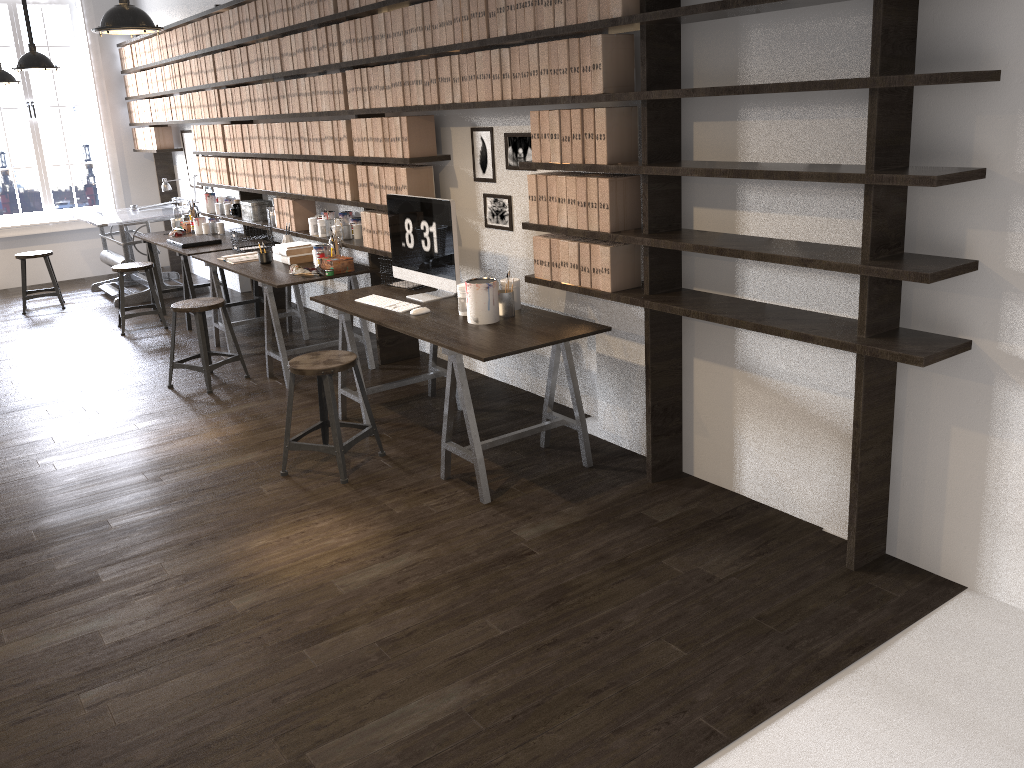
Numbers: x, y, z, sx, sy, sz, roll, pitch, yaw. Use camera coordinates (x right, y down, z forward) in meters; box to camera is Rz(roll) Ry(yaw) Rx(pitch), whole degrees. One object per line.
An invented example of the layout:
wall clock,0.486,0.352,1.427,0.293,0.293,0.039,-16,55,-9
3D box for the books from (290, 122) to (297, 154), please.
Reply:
books,-1.429,-1.699,6.125,0.175,0.222,0.067,-14,19,-34

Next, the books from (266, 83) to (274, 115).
books,-1.649,-2.039,6.332,0.175,0.222,0.067,-14,19,-34

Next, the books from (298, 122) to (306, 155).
books,-1.342,-1.666,6.007,0.175,0.223,0.067,-14,19,-34

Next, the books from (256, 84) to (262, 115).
books,-1.771,-2.084,6.497,0.175,0.223,0.067,-14,19,-34

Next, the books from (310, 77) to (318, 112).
books,-1.202,-1.872,5.723,0.175,0.223,0.067,-14,19,-34

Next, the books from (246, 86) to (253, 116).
books,-1.895,-2.130,6.662,0.175,0.223,0.067,-14,19,-34

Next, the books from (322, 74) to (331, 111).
books,-1.083,-1.824,5.552,0.175,0.223,0.067,-14,19,-33

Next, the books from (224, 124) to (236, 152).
books,-2.245,-2.004,7.234,0.175,0.223,0.067,-14,19,-34

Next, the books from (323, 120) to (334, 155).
books,-1.106,-1.576,5.680,0.175,0.222,0.067,-14,19,-33

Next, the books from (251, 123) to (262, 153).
books,-1.873,-1.866,6.731,0.175,0.223,0.067,-14,19,-34

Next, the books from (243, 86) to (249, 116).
books,-1.935,-2.146,6.721,0.175,0.222,0.067,-14,19,-33

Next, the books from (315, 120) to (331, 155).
books,-1.184,-1.604,5.781,0.175,0.223,0.067,-14,19,-34

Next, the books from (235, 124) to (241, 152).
books,-2.083,-1.945,7.019,0.175,0.222,0.067,-14,19,-33

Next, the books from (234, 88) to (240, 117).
books,-2.047,-2.190,6.879,0.175,0.223,0.067,-14,19,-33

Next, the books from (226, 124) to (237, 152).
books,-2.205,-1.988,7.175,0.175,0.223,0.067,-14,19,-34

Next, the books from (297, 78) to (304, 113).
books,-1.322,-1.917,5.886,0.175,0.222,0.067,-14,19,-34

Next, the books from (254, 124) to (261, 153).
books,-1.839,-1.850,6.674,0.175,0.223,0.067,-14,19,-33

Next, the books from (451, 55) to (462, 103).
books,-0.202,-1.500,4.353,0.175,0.223,0.067,-14,19,-34

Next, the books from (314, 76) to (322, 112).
books,-1.160,-1.857,5.669,0.175,0.223,0.067,-14,19,-34

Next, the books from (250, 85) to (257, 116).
books,-1.850,-2.115,6.609,0.175,0.223,0.067,-14,19,-33

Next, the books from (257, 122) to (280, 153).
books,-1.796,-1.836,6.624,0.175,0.222,0.067,-14,19,-34

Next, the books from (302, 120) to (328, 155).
books,-1.304,-1.650,5.948,0.175,0.223,0.067,-14,19,-34

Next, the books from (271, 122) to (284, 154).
books,-1.634,-1.776,6.406,0.175,0.223,0.067,-14,19,-34

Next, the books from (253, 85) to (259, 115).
books,-1.808,-2.101,6.554,0.175,0.223,0.067,-14,19,-33

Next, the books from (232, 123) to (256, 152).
books,-2.123,-1.959,7.069,0.175,0.222,0.067,-14,19,-34

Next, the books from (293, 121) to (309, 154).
books,-1.390,-1.682,6.064,0.175,0.223,0.067,-14,19,-33

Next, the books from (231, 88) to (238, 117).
books,-2.089,-2.206,6.935,0.175,0.223,0.067,-14,19,-33

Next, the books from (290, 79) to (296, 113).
books,-1.399,-1.946,5.994,0.175,0.223,0.067,-14,19,-34

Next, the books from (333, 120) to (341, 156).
books,-1.025,-1.546,5.572,0.175,0.223,0.067,-14,19,-33

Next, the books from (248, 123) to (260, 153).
books,-1.914,-1.881,6.787,0.175,0.223,0.067,-14,19,-34

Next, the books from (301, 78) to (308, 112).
books,-1.287,-1.902,5.836,0.175,0.222,0.067,-14,19,-34

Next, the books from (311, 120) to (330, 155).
books,-1.219,-1.620,5.838,0.175,0.223,0.067,-14,19,-33

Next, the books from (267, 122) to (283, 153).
books,-1.676,-1.791,6.461,0.175,0.223,0.067,-14,19,-34

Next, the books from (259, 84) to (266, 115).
books,-1.732,-2.068,6.437,0.175,0.223,0.067,-14,19,-34

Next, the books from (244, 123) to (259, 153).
books,-1.959,-1.896,6.841,0.175,0.223,0.067,-14,19,-33

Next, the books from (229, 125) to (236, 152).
books,-2.163,-1.972,7.117,0.175,0.223,0.067,-14,19,-33

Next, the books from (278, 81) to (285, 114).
books,-1.522,-1.993,6.163,0.175,0.223,0.067,-14,19,-33

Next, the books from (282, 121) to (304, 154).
books,-1.515,-1.728,6.232,0.175,0.223,0.067,-14,19,-34

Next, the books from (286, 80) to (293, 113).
books,-1.440,-1.962,6.050,0.175,0.223,0.067,-14,19,-34

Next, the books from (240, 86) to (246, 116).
books,-1.970,-2.160,6.772,0.175,0.222,0.067,-14,19,-33

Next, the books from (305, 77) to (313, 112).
books,-1.246,-1.886,5.777,0.175,0.223,0.067,-14,19,-33

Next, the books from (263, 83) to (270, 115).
books,-1.690,-2.052,6.380,0.175,0.223,0.067,-14,19,-33

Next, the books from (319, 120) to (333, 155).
books,-1.142,-1.590,5.730,0.175,0.222,0.067,-14,19,-33

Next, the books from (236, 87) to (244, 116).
books,-2.013,-2.174,6.822,0.175,0.223,0.067,-14,19,-34

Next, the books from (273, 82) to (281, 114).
books,-1.571,-2.008,6.219,0.175,0.223,0.067,-14,19,-34

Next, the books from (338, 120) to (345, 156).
books,-0.983,-1.532,5.518,0.175,0.223,0.067,-14,19,-33

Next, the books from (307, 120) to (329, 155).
books,-1.260,-1.635,5.894,0.175,0.223,0.067,-14,19,-33

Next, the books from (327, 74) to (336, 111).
books,-1.045,-1.809,5.499,0.175,0.223,0.067,-14,19,-34

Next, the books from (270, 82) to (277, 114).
books,-1.609,-2.025,6.281,0.175,0.222,0.067,-14,19,-33

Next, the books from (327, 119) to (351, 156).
books,-1.069,-1.561,5.626,0.175,0.223,0.067,-14,19,-34

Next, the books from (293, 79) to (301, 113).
books,-1.365,-1.930,5.937,0.175,0.223,0.067,-14,19,-33

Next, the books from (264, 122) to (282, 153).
books,-1.720,-1.806,6.515,0.175,0.223,0.067,-14,19,-33

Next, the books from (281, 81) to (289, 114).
books,-1.485,-1.976,6.104,0.175,0.223,0.067,-14,19,-33

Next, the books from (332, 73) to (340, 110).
books,-1.004,-1.797,5.452,0.175,0.222,0.067,-14,19,-33

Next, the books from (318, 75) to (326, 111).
books,-1.123,-1.841,5.612,0.175,0.223,0.067,-14,19,-33

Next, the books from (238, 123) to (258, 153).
books,-2.044,-1.928,6.957,0.175,0.223,0.067,-14,19,-34

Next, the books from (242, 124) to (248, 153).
books,-1.996,-1.913,6.900,0.175,0.223,0.067,-14,19,-33
